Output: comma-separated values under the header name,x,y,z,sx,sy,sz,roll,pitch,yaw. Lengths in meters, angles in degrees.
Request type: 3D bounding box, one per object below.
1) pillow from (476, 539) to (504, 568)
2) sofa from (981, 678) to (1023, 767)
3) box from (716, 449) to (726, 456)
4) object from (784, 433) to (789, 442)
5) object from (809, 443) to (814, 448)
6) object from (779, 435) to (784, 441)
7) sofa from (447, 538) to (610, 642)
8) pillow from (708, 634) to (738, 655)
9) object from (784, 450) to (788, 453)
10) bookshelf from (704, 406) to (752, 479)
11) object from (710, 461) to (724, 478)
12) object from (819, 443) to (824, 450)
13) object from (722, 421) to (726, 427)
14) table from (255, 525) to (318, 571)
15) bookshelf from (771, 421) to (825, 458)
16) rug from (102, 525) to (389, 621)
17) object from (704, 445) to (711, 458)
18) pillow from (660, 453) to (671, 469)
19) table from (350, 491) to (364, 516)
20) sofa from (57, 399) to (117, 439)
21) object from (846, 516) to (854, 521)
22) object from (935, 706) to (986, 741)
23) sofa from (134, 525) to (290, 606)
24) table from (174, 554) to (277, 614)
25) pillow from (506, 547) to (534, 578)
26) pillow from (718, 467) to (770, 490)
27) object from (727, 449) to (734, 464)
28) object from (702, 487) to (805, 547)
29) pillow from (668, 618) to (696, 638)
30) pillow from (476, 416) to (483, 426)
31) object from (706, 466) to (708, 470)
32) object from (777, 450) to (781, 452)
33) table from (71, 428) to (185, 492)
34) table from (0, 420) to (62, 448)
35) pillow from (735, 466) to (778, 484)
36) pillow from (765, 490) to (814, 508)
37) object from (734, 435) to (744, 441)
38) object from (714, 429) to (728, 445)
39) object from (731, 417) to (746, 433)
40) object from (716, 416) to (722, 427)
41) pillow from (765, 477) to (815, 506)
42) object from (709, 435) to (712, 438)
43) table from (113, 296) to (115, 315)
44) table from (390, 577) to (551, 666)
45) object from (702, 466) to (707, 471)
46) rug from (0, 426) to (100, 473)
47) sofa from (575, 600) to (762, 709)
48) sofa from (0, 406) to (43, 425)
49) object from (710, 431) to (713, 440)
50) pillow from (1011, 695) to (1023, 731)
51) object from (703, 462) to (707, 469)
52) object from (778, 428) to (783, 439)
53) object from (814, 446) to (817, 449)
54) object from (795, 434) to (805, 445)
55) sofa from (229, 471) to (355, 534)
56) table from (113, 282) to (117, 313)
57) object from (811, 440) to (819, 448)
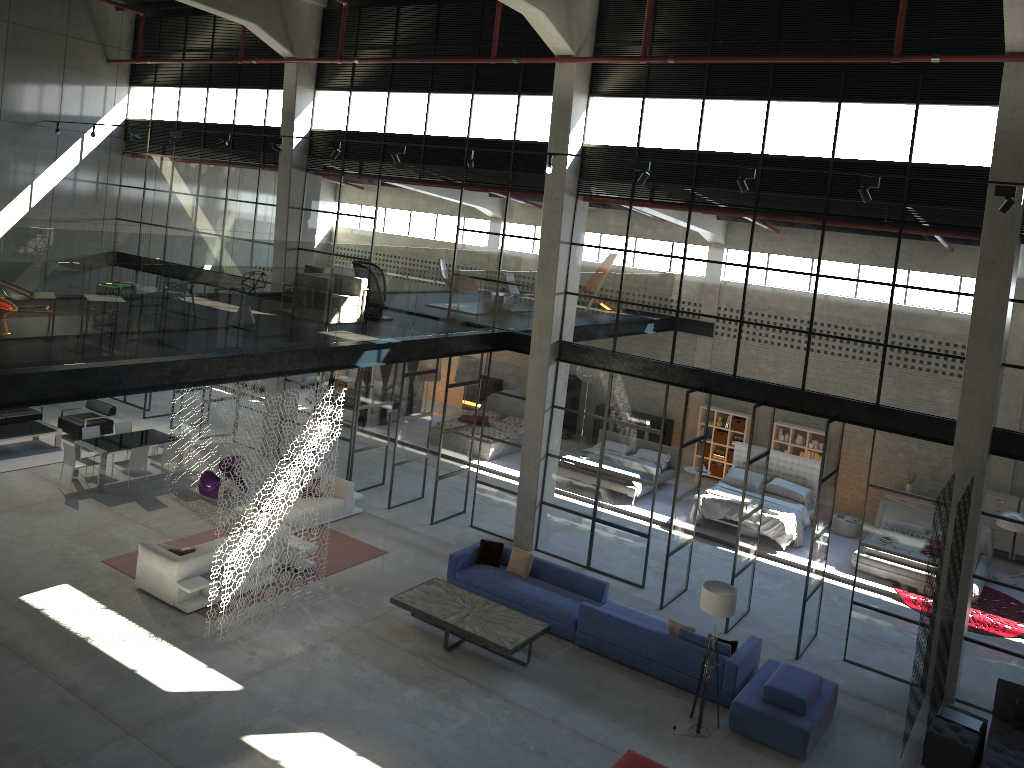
name,x,y,z,sx,sy,sz,roll,pitch,yaw
pillow,-0.346,2.719,14.105,0.400,0.368,0.261,8,6,11
sofa,7.379,4.622,9.338,4.199,0.862,1.831,13,11,33
box,5.233,1.705,21.972,0.216,0.108,0.132,12,9,32
object,6.587,1.279,21.036,0.099,0.202,0.101,4,5,-29
object,7.040,1.449,20.645,0.117,0.111,0.116,11,8,35
object,6.470,1.289,21.035,0.111,0.155,0.109,12,7,44
sofa,0.226,3.135,13.562,2.363,0.599,1.057,13,11,33
pillow,2.792,3.535,11.703,0.400,0.368,0.261,8,6,11
object,6.558,1.689,21.013,0.098,0.201,0.100,3,6,-40
bookshelf,5.236,1.530,21.930,1.253,1.744,0.329,10,4,33
object,5.161,2.135,21.946,0.327,0.295,0.324,11,8,32
object,7.293,1.467,20.642,0.141,0.136,0.144,1,9,-39
object,5.295,0.989,21.971,0.184,0.130,0.188,6,8,-4
table,-3.711,2.671,14.267,1.215,0.366,0.301,13,8,33
bookshelf,6.801,1.901,20.908,1.253,1.744,0.329,10,4,33
rug,-4.206,2.805,14.250,2.678,0.020,3.641,13,13,32
object,4.880,1.652,22.143,0.327,0.295,0.324,11,8,32
pillow,2.809,1.640,20.980,1.951,0.310,0.550,13,11,32
table,-3.294,2.221,16.874,0.911,0.366,0.301,13,8,33
sofa,-9.461,0.817,19.520,0.962,0.753,0.822,11,9,32
object,7.156,2.840,18.551,0.168,0.089,0.171,-2,12,-43
object,5.509,4.158,10.787,0.525,0.098,0.301,15,13,37
sofa,-4.482,2.614,13.310,0.958,0.663,2.145,12,11,32
table,-4.142,2.904,12.794,0.304,0.365,1.574,10,11,32
pillow,0.130,2.819,13.842,0.406,0.378,0.207,11,6,34
pillow,5.052,2.099,19.057,1.039,0.370,0.666,14,11,36
object,5.535,1.805,21.711,0.327,0.295,0.324,11,8,32
object,4.842,2.666,17.981,2.309,0.653,0.653,14,10,36
pillow,2.317,3.426,11.966,0.406,0.378,0.207,11,6,34
pillow,-0.945,0.900,22.137,0.879,0.210,0.638,9,10,12
object,4.967,2.154,22.196,0.117,0.116,0.119,3,8,-26
object,6.396,1.677,21.095,0.154,0.163,0.154,8,7,16
table,-7.531,1.465,17.279,0.911,0.750,1.808,11,11,32
table,-10.418,1.156,18.098,0.911,0.404,1.808,12,12,32
pillow,5.298,2.087,19.260,1.065,0.320,0.490,13,10,32
pillow,5.917,2.333,18.695,0.971,0.328,0.717,13,11,33
object,5.623,1.350,21.697,0.263,0.132,0.058,12,6,33
object,5.260,1.323,21.905,0.327,0.295,0.324,11,8,32
object,5.635,1.005,21.670,0.327,0.295,0.324,11,8,32
object,5.171,0.936,21.872,0.155,0.246,0.154,9,5,24
pillow,5.882,2.245,18.630,0.991,0.289,0.693,14,12,35
object,5.041,1.338,22.211,0.065,0.106,0.066,5,5,-12
table,-5.573,-0.976,11.965,0.469,0.392,0.643,2,10,-32
table,-0.610,3.382,12.312,2.088,0.395,1.030,13,12,32
object,4.285,1.893,19.630,0.168,0.089,0.171,6,9,-6
rug,-10.240,1.369,18.169,2.438,0.025,3.402,13,13,32
sofa,2.171,3.545,12.266,2.363,0.716,1.056,13,10,33
sofa,-11.443,0.733,18.779,0.830,0.750,2.461,11,11,32
object,5.032,1.299,22.090,0.081,0.227,0.082,5,4,-26
pillow,6.363,4.083,10.717,0.418,0.342,0.235,12,7,34
object,4.833,2.090,22.135,0.138,0.234,0.141,5,5,-21
object,6.483,1.209,21.166,0.094,0.260,0.095,6,4,-7
object,7.129,1.496,20.585,0.065,0.063,0.066,5,7,-10
object,6.846,1.323,20.836,0.165,0.249,0.168,5,5,-12
sofa,-3.936,2.186,15.880,0.953,0.662,2.154,12,11,32
table,-5.759,-1.202,12.728,0.393,0.512,0.417,7,6,8
object,7.157,1.417,20.732,0.174,0.168,0.177,7,7,0
